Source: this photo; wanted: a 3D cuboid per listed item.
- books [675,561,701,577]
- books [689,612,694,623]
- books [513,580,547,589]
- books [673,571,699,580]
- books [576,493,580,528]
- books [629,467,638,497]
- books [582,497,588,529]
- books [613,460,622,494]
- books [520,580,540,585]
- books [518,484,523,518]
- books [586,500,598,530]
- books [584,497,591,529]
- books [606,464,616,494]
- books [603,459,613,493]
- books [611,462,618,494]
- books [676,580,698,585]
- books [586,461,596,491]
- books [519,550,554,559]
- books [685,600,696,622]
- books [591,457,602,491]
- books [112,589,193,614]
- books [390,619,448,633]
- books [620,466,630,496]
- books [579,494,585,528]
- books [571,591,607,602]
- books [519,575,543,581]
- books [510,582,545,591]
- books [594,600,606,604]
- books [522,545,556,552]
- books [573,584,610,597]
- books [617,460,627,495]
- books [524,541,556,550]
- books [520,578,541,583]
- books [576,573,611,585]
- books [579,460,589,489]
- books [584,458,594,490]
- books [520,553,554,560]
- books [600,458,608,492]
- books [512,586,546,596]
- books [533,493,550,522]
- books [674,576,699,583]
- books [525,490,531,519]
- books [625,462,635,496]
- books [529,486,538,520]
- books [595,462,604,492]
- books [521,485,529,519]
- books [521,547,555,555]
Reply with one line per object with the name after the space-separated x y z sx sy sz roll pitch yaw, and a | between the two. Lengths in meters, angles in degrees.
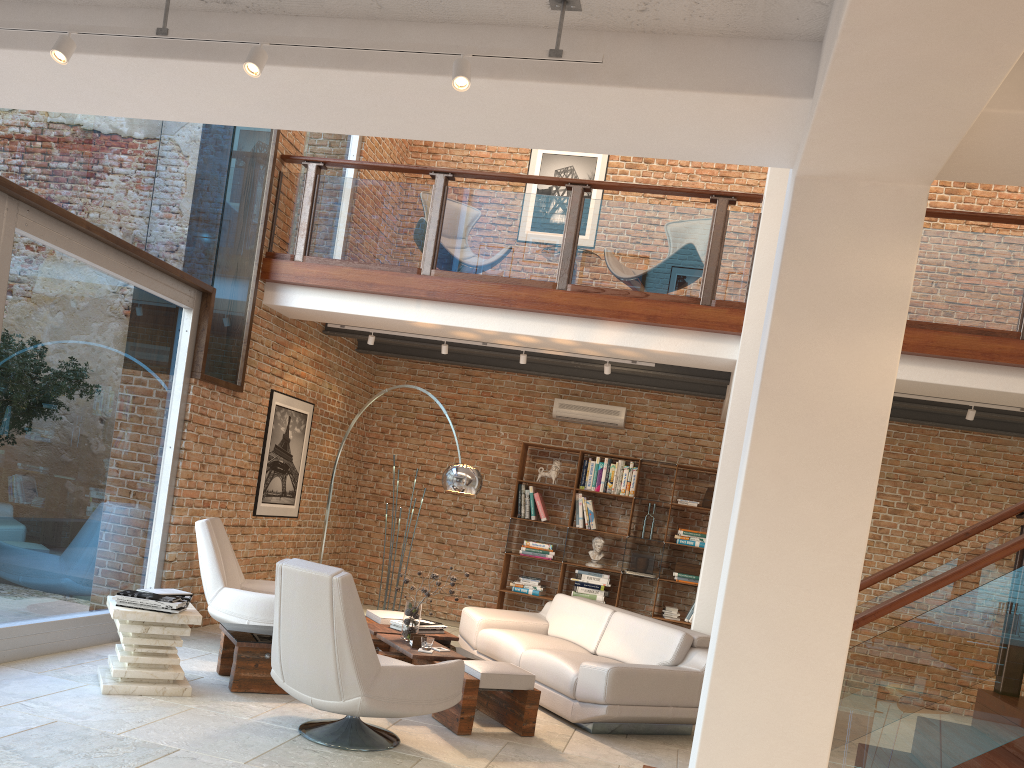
1.958 2.029 9.552 0.333 0.118 0.216 8 -6 11 | books
2.041 2.432 9.540 0.160 0.371 0.246 9 -1 12 | books
0.202 2.276 9.904 0.379 0.018 0.247 8 -8 4 | books
1.955 2.106 9.544 0.378 0.036 0.247 8 -8 10 | books
0.752 1.424 9.807 0.101 0.382 0.246 9 0 12 | books
1.358 1.098 9.686 0.055 0.328 0.257 9 -1 13 | books
0.834 1.450 9.777 0.124 0.347 0.274 9 -1 12 | books
1.188 1.048 9.716 0.036 0.382 0.246 9 0 13 | books
0.209 2.254 9.926 0.205 0.033 0.134 7 -8 11 | books
0.109 1.336 9.921 0.091 0.383 0.246 9 0 12 | books
0.899 1.467 9.759 0.157 0.328 0.257 9 -1 12 | books
0.857 1.454 9.782 0.124 0.347 0.274 9 -1 12 | books
1.112 1.061 9.702 0.055 0.328 0.257 9 -1 13 | books
1.074 1.031 9.725 0.036 0.382 0.246 9 0 13 | books
1.155 1.055 9.709 0.020 0.358 0.274 9 -1 13 | books
1.976 2.178 9.562 0.354 0.020 0.276 8 -8 10 | books
0.896 1.034 9.751 0.055 0.328 0.257 9 -1 13 | books
0.285 1.926 9.881 0.378 0.036 0.247 8 -8 7 | books
2.005 2.432 9.571 0.162 0.371 0.246 9 -1 12 | books
0.946 1.014 9.745 0.036 0.382 0.246 9 0 13 | books
-2.183 1.333 5.417 0.390 0.079 0.572 10 -8 -4 | books
-0.728 1.870 6.744 0.247 0.074 0.408 2 -10 44 | books
1.260 1.082 9.682 0.055 0.328 0.257 9 -1 13 | books
0.783 1.425 9.777 0.103 0.382 0.246 9 0 12 | books
0.871 2.375 9.783 0.360 0.055 0.287 7 -8 14 | books
0.218 2.200 9.910 0.251 0.017 0.164 7 -8 11 | books
0.184 2.303 9.918 0.378 0.036 0.248 7 -8 11 | books
0.859 2.432 9.767 0.378 0.064 0.247 8 -7 6 | books
0.307 1.865 9.890 0.354 0.020 0.276 8 -8 10 | books
0.888 2.315 9.763 0.380 0.064 0.246 9 -7 -2 | books
1.221 1.050 9.696 0.036 0.382 0.246 9 0 13 | books
0.320 1.828 9.884 0.324 0.055 0.258 7 -8 14 | books
0.209 2.229 9.933 0.236 0.019 0.173 8 -8 5 | books
0.911 2.178 9.776 0.378 0.064 0.247 8 -7 6 | books
0.825 1.027 9.785 0.055 0.328 0.257 9 -1 13 | books
0.864 1.018 9.775 0.020 0.358 0.274 9 -1 13 | books
0.291 1.957 9.887 0.354 0.020 0.276 7 -8 12 | books
1.036 1.024 9.722 0.036 0.382 0.246 9 0 13 | books
0.196 2.350 9.908 0.324 0.055 0.259 6 -8 22 | books
0.337 1.401 9.895 0.194 0.317 0.257 9 -2 12 | books
1.970 2.150 9.577 0.378 0.036 0.247 8 -8 7 | books
0.196 1.376 9.931 0.102 0.333 0.257 9 -1 12 | books
1.312 1.062 9.678 0.036 0.382 0.246 9 0 13 | books
0.248 1.355 9.889 0.120 0.380 0.246 9 -1 12 | books
0.990 1.049 9.752 0.055 0.328 0.257 9 -1 13 | books
0.147 1.341 9.921 0.091 0.383 0.246 9 0 12 | books
0.300 1.890 9.871 0.379 0.036 0.247 8 -8 5 | books
